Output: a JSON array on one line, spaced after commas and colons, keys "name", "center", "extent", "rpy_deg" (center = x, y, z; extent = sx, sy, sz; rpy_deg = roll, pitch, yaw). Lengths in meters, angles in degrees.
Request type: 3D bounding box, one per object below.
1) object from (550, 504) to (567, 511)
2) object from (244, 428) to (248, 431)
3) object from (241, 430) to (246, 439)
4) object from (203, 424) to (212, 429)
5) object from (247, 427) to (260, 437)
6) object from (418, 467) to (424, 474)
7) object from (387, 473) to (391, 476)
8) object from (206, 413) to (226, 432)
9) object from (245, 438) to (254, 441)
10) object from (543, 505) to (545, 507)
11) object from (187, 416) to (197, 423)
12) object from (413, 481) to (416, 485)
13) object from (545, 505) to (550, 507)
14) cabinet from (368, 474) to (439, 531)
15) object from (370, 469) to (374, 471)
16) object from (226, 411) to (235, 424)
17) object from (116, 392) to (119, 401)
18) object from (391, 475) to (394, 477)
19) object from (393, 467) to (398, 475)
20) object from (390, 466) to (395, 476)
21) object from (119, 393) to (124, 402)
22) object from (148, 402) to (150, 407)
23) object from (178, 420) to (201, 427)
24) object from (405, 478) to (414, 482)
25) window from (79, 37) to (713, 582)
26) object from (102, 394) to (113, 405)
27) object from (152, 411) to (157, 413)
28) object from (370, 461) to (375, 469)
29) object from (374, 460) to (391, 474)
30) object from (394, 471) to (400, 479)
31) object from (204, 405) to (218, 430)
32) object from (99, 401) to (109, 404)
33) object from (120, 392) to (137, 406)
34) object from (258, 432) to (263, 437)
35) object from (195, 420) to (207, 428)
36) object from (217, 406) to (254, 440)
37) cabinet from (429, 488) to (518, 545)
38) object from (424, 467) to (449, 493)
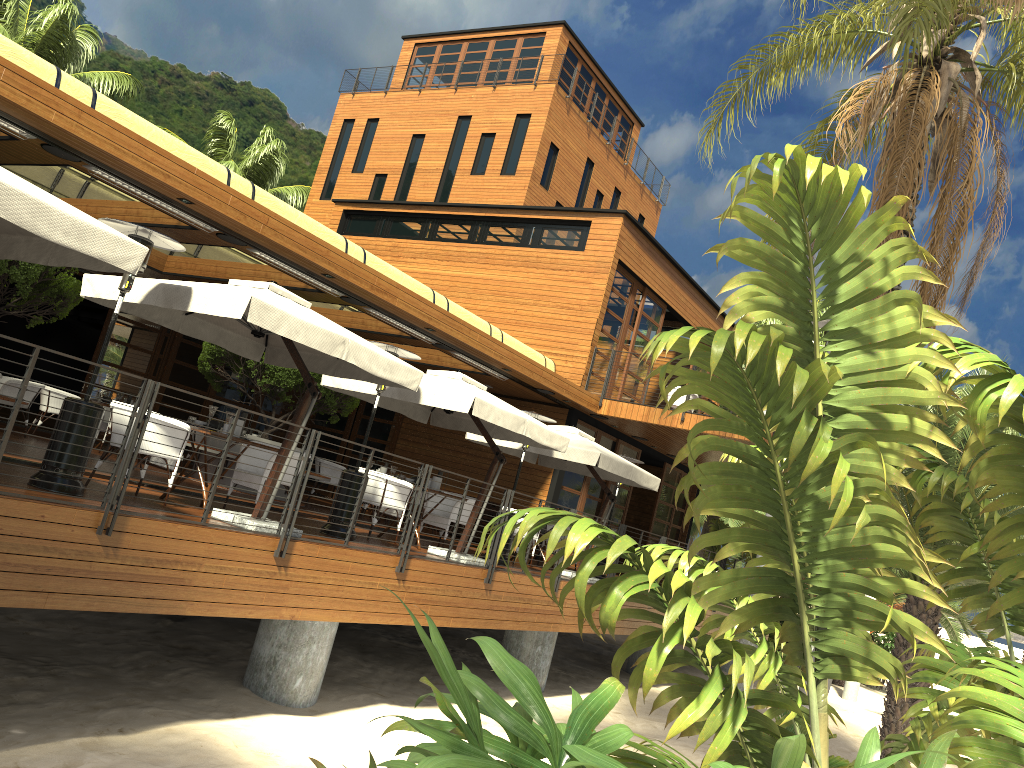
[{"name": "object", "center": [0.720, 2.079, 14.127], "extent": [0.263, 0.265, 0.263], "rpy_deg": [17, -9, -12]}, {"name": "object", "center": [-5.196, 0.983, 17.224], "extent": [0.082, 0.227, 0.082], "rpy_deg": [17, -9, -14]}, {"name": "object", "center": [-2.665, 0.496, 8.734], "extent": [0.086, 0.086, 0.086], "rpy_deg": [8, -11, 37]}, {"name": "object", "center": [-2.900, 0.412, 8.421], "extent": [0.080, 0.042, 0.080], "rpy_deg": [16, -8, -5]}, {"name": "object", "center": [-4.994, 0.991, 17.022], "extent": [0.263, 0.265, 0.263], "rpy_deg": [16, -9, -8]}, {"name": "object", "center": [-1.166, 1.164, 11.143], "extent": [0.082, 0.227, 0.081], "rpy_deg": [9, -11, 34]}, {"name": "object", "center": [-2.214, 1.653, 15.894], "extent": [0.087, 0.086, 0.086], "rpy_deg": [9, -10, 34]}, {"name": "object", "center": [-2.919, 0.374, 8.690], "extent": [0.163, 0.179, 0.167], "rpy_deg": [9, -10, 35]}, {"name": "object", "center": [-2.735, 0.538, 8.927], "extent": [0.295, 0.025, 0.169], "rpy_deg": [10, -10, 33]}, {"name": "object", "center": [0.517, 2.097, 14.510], "extent": [0.082, 0.227, 0.081], "rpy_deg": [9, -11, 34]}, {"name": "object", "center": [-3.078, 0.357, 8.524], "extent": [0.086, 0.086, 0.086], "rpy_deg": [8, -11, 37]}, {"name": "object", "center": [-1.222, 1.258, 11.200], "extent": [0.080, 0.042, 0.080], "rpy_deg": [16, -8, -5]}, {"name": "object", "center": [0.535, 2.022, 13.960], "extent": [0.082, 0.227, 0.081], "rpy_deg": [9, -11, 34]}, {"name": "cabinet", "center": [-2.115, 2.409, 18.185], "extent": [1.613, 0.840, 0.555], "rpy_deg": [9, -10, 33]}, {"name": "object", "center": [-2.430, 1.521, 15.374], "extent": [0.087, 0.086, 0.086], "rpy_deg": [9, -10, 34]}, {"name": "object", "center": [-2.863, 0.393, 8.914], "extent": [0.082, 0.227, 0.081], "rpy_deg": [11, -10, 22]}, {"name": "object", "center": [-6.482, 0.255, 14.547], "extent": [0.081, 0.227, 0.082], "rpy_deg": [22, -11, -38]}, {"name": "object", "center": [-2.087, 1.636, 15.542], "extent": [0.086, 0.086, 0.086], "rpy_deg": [7, -12, 43]}, {"name": "object", "center": [-2.107, 1.598, 15.850], "extent": [0.082, 0.227, 0.082], "rpy_deg": [15, -9, -5]}, {"name": "object", "center": [-2.095, 1.539, 15.415], "extent": [0.082, 0.227, 0.082], "rpy_deg": [18, -10, -21]}, {"name": "object", "center": [-6.268, 0.256, 14.163], "extent": [0.082, 0.227, 0.081], "rpy_deg": [6, -12, 44]}, {"name": "object", "center": [-5.920, 0.378, 14.374], "extent": [0.081, 0.227, 0.082], "rpy_deg": [22, -11, -38]}, {"name": "object", "center": [-3.025, 0.373, 8.317], "extent": [0.295, 0.025, 0.169], "rpy_deg": [10, -10, 33]}, {"name": "object", "center": [-1.302, 1.233, 11.255], "extent": [0.116, 0.065, 0.115], "rpy_deg": [10, -10, 31]}, {"name": "window", "center": [-1.157, -5.834, 21.474], "extent": [14.500, 18.013, 38.282], "rpy_deg": [13, -8, 10]}, {"name": "object", "center": [-6.586, 0.242, 14.457], "extent": [0.162, 0.179, 0.168], "rpy_deg": [21, -11, -36]}, {"name": "object", "center": [-5.839, 0.488, 14.453], "extent": [0.086, 0.086, 0.086], "rpy_deg": [13, -9, 11]}, {"name": "object", "center": [-2.519, 1.488, 15.839], "extent": [0.082, 0.227, 0.082], "rpy_deg": [18, -10, -21]}, {"name": "object", "center": [-2.286, 1.507, 15.648], "extent": [0.263, 0.265, 0.263], "rpy_deg": [16, -9, -11]}, {"name": "object", "center": [-1.975, 1.602, 15.437], "extent": [0.163, 0.179, 0.167], "rpy_deg": [16, -9, -8]}, {"name": "object", "center": [-2.845, 0.318, 8.364], "extent": [0.082, 0.227, 0.081], "rpy_deg": [9, -11, 34]}, {"name": "object", "center": [-6.500, 0.301, 14.144], "extent": [0.170, 0.025, 0.295], "rpy_deg": [20, -10, -34]}, {"name": "object", "center": [-6.203, 0.297, 14.437], "extent": [0.262, 0.265, 0.263], "rpy_deg": [22, -11, -39]}, {"name": "object", "center": [-4.787, 1.026, 16.777], "extent": [0.082, 0.227, 0.082], "rpy_deg": [17, -9, -14]}, {"name": "object", "center": [-2.981, 0.387, 8.476], "extent": [0.116, 0.065, 0.115], "rpy_deg": [10, -10, 31]}, {"name": "object", "center": [-2.660, 0.376, 8.531], "extent": [0.263, 0.265, 0.263], "rpy_deg": [17, -9, -12]}, {"name": "cabinet", "center": [-0.768, 2.636, 17.303], "extent": [1.613, 0.840, 0.555], "rpy_deg": [9, -10, 33]}, {"name": "object", "center": [-0.981, 1.222, 11.310], "extent": [0.263, 0.265, 0.263], "rpy_deg": [17, -9, -12]}]
